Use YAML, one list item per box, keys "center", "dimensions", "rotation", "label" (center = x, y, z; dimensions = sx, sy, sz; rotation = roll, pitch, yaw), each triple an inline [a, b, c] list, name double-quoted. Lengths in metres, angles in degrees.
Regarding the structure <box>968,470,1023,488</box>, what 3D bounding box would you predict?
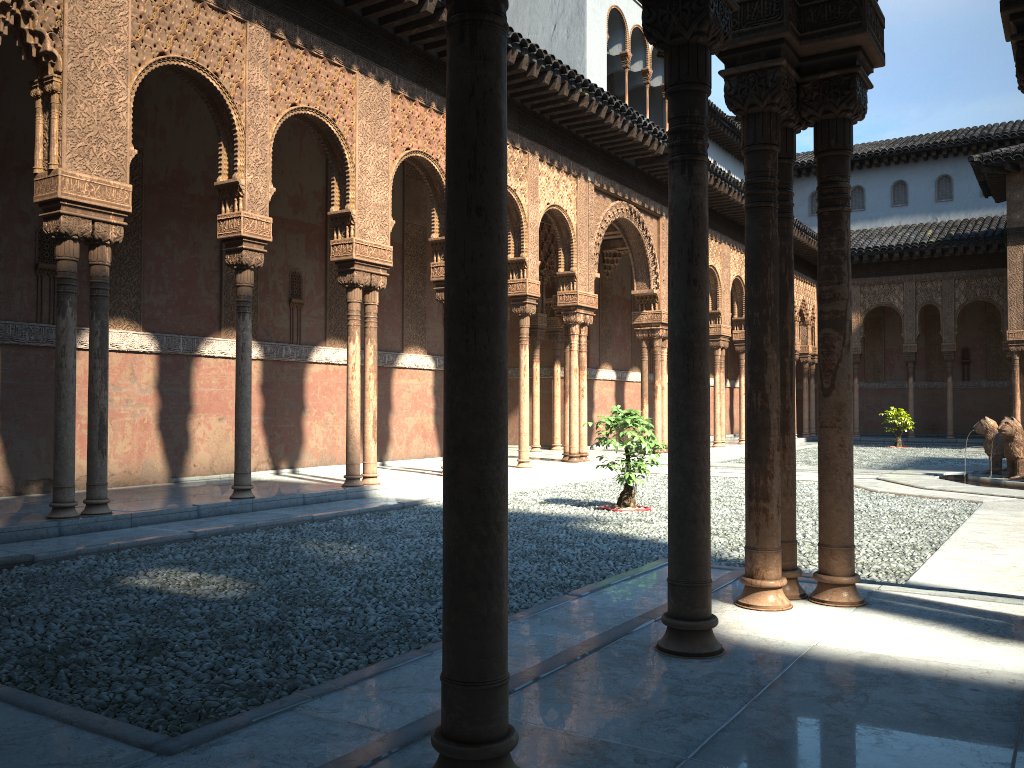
- center: [9.758, 0.718, 13.980]
  dimensions: [4.508, 1.991, 4.508]
  rotation: [-1, -2, 32]
  label: "structure"
